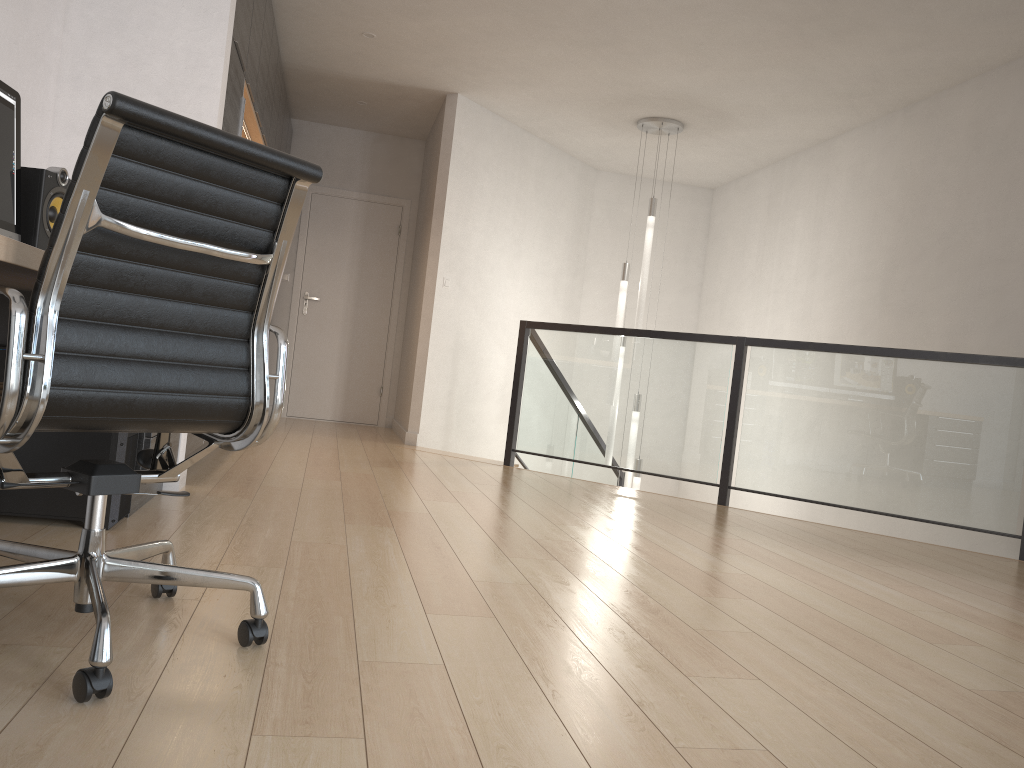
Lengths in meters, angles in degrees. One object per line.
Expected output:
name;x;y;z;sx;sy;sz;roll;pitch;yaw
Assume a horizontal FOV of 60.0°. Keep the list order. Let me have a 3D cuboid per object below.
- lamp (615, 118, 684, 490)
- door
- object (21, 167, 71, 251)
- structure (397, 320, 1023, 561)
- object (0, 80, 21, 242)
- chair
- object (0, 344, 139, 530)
lamp;1.059;-1.172;6.935;0.359;6.725;0.359;7;1;25
door;-1.535;-0.706;8.175;0.974;2.136;0.085;7;1;-12
object;-1.546;-0.518;2.798;0.249;0.354;0.198;7;1;3
structure;1.516;1.911;6.583;4.190;4.339;2.823;7;1;33
object;-1.473;-0.596;2.301;0.190;0.535;0.716;7;1;-7
chair;-0.823;0.008;1.740;0.699;0.991;0.664;7;1;39
object;-1.439;0.162;2.780;0.474;0.527;0.215;7;1;-12
